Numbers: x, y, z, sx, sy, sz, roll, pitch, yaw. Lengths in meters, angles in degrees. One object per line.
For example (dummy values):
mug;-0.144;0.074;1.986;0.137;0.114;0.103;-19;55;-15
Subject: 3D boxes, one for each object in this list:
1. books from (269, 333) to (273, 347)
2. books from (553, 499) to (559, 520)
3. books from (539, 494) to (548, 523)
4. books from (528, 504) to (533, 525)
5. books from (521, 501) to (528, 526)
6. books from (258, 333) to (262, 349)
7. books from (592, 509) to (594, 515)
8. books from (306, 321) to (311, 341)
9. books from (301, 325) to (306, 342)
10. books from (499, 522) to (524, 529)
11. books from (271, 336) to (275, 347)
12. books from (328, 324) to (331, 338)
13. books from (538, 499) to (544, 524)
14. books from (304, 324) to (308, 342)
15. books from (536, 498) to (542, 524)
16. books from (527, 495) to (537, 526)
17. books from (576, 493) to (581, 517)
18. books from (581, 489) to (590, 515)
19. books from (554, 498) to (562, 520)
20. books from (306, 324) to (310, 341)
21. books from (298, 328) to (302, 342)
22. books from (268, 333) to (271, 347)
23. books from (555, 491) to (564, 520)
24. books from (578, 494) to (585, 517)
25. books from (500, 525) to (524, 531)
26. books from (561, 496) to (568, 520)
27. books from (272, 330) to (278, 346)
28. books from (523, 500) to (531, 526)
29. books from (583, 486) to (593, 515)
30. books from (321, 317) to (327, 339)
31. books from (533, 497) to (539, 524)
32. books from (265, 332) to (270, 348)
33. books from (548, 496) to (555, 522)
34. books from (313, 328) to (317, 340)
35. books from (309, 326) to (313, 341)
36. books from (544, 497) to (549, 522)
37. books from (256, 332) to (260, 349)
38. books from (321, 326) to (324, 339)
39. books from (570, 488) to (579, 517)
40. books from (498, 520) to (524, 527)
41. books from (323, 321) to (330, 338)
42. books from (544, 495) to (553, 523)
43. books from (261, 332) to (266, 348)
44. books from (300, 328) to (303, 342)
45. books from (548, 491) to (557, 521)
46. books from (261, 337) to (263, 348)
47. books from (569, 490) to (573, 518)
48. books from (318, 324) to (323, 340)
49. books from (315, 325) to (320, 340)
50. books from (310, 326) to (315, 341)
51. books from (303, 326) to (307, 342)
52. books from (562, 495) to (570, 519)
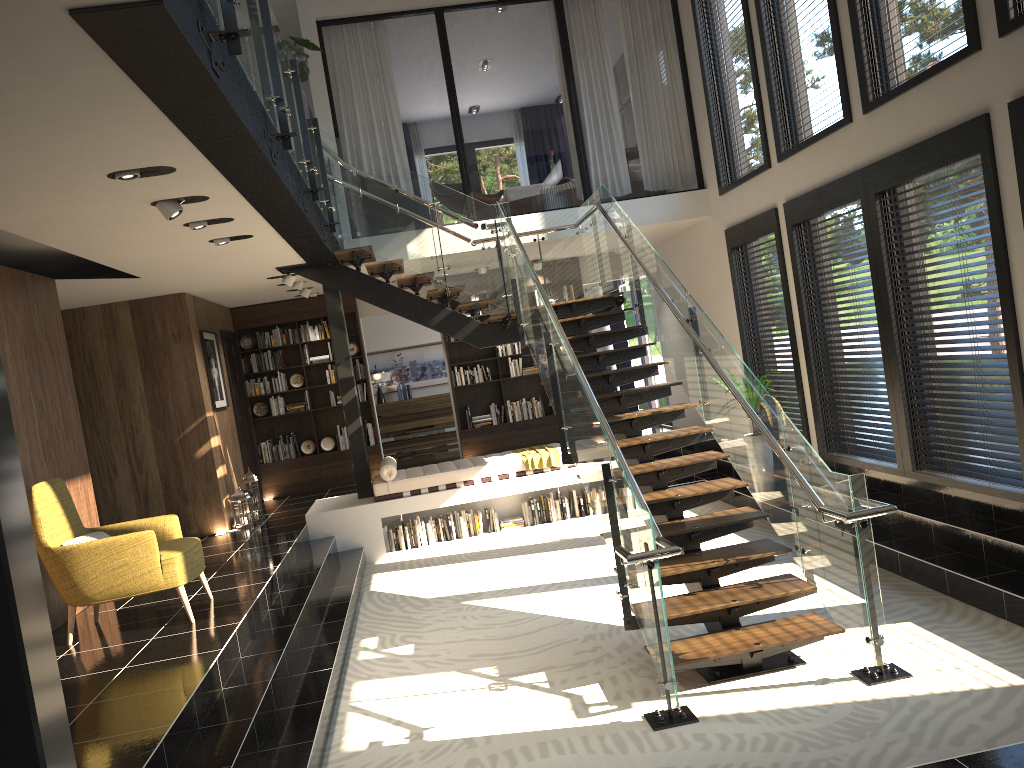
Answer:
books;-3.358;-0.613;12.401;0.025;0.203;0.156;-9;2;-6
books;0.492;1.430;10.089;0.026;0.226;0.132;-9;2;-6
books;0.352;1.413;10.053;0.035;0.305;0.151;-9;3;-6
books;0.198;1.478;10.046;0.027;0.226;0.165;-9;2;-6
books;0.139;1.469;10.050;0.026;0.263;0.156;-9;2;-6
books;-3.493;-0.596;12.330;0.024;0.216;0.210;-9;2;-6
books;0.890;1.337;10.103;0.023;0.283;0.175;-9;2;-6
books;-2.827;-0.734;12.385;0.011;0.276;0.287;-9;2;-6
books;-2.911;-0.702;12.427;0.033;0.237;0.231;-9;2;-6
books;-0.005;1.589;10.028;0.261;0.024;0.167;-9;2;-10
books;-3.322;-0.594;12.378;0.035;0.156;0.186;-9;2;-6
books;-2.552;-0.741;12.479;0.021;0.197;0.200;-9;2;-6
books;0.324;1.436;10.046;0.029;0.268;0.146;-9;2;-6
books;-2.873;-0.709;12.406;0.013;0.239;0.255;-9;2;-6
books;0.296;1.441;10.035;0.029;0.268;0.173;-9;2;-6
books;0.228;1.428;10.019;0.043;0.317;0.209;-9;2;-6
books;0.744;1.373;10.108;0.030;0.257;0.160;-9;2;-6
books;0.836;1.344;10.121;0.026;0.284;0.177;-9;2;-6
books;0.519;1.423;10.074;0.028;0.231;0.158;-9;2;-6
books;-2.852;-0.714;12.429;0.035;0.241;0.208;-9;2;-6
books;-2.962;-0.683;12.455;0.023;0.213;0.194;-9;2;-6
books;-3.376;-0.614;12.382;0.014;0.212;0.184;-9;2;-6
books;0.543;1.375;10.071;0.033;0.318;0.152;-9;3;-6
books;0.781;1.382;10.081;0.032;0.229;0.228;-9;2;-6
books;-0.001;1.613;10.029;0.257;0.024;0.167;-9;2;-6
books;0.583;1.402;10.061;0.036;0.253;0.177;-9;2;-6
books;-3.289;-0.637;12.363;0.039;0.230;0.205;-9;2;-6
books;0.169;1.460;10.026;0.030;0.273;0.168;-9;2;-6
books;0.862;1.315;10.090;0.028;0.334;0.205;-9;2;-6
books;-2.638;-0.779;12.437;0.015;0.303;0.251;-9;2;-6
books;0.263;1.437;10.057;0.030;0.284;0.176;-9;2;-6
books;-3.411;-0.610;12.372;0.059;0.216;0.159;-9;2;-6
books;0.437;1.417;10.055;0.027;0.270;0.187;-9;2;-6
books;-2.759;-0.694;12.460;0.034;0.171;0.158;-9;2;-6
books;-2.813;-0.707;12.439;0.019;0.216;0.214;-9;2;-6
books;0.381;1.425;10.090;0.026;0.270;0.128;-9;3;-6
books;-3.519;-0.602;12.364;0.017;0.234;0.199;-9;2;-6
books;-2.656;-0.721;12.479;0.029;0.191;0.177;-9;2;-6
books;0.713;1.350;10.090;0.027;0.312;0.189;-9;2;-6
books;-0.009;1.565;10.032;0.274;0.025;0.156;-9;2;-9
books;-2.600;-0.759;12.484;0.064;0.247;0.209;-9;2;-6
books;0.412;1.413;10.031;0.026;0.287;0.204;-9;2;-6
books;-3.453;-0.606;12.360;0.026;0.222;0.202;-9;2;-6
books;-2.934;-0.681;12.412;0.021;0.204;0.224;-9;2;-6
books;0.458;1.384;10.076;0.029;0.326;0.153;-9;3;-6
books;-3.474;-0.582;12.378;0.020;0.181;0.153;-9;2;-6
books;0.667;1.367;10.099;0.066;0.294;0.142;-9;3;-6
books;-2.694;-0.731;12.477;0.042;0.223;0.163;-9;2;-6
books;-2.728;-0.719;12.457;0.034;0.212;0.205;-9;2;-6
books;-2.792;-0.707;12.459;0.027;0.208;0.203;-9;2;-6
books;-2.886;-0.702;12.409;0.014;0.231;0.280;-9;2;-6
books;0.610;1.396;10.064;0.019;0.256;0.186;-9;2;-6
